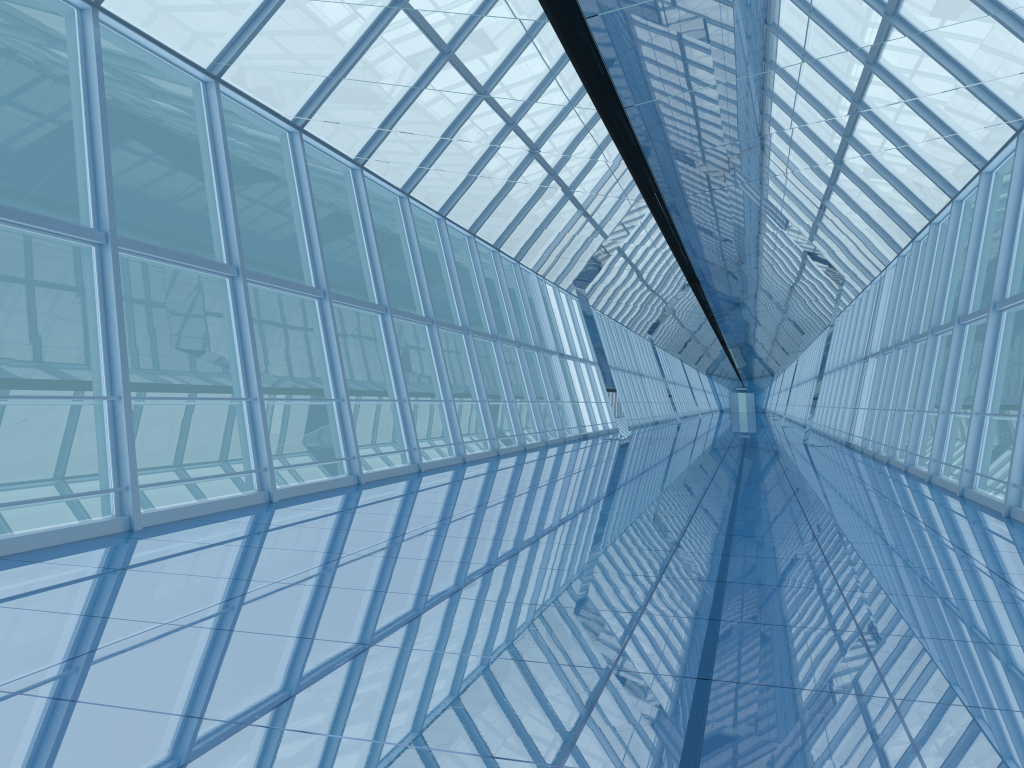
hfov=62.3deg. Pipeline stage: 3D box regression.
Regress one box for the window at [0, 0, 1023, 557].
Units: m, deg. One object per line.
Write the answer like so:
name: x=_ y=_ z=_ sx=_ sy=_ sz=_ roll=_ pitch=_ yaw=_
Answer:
window: x=12.724 y=-0.243 z=49.182 sx=9.904 sy=4.939 sz=105.706 roll=0 pitch=-1 yaw=16
